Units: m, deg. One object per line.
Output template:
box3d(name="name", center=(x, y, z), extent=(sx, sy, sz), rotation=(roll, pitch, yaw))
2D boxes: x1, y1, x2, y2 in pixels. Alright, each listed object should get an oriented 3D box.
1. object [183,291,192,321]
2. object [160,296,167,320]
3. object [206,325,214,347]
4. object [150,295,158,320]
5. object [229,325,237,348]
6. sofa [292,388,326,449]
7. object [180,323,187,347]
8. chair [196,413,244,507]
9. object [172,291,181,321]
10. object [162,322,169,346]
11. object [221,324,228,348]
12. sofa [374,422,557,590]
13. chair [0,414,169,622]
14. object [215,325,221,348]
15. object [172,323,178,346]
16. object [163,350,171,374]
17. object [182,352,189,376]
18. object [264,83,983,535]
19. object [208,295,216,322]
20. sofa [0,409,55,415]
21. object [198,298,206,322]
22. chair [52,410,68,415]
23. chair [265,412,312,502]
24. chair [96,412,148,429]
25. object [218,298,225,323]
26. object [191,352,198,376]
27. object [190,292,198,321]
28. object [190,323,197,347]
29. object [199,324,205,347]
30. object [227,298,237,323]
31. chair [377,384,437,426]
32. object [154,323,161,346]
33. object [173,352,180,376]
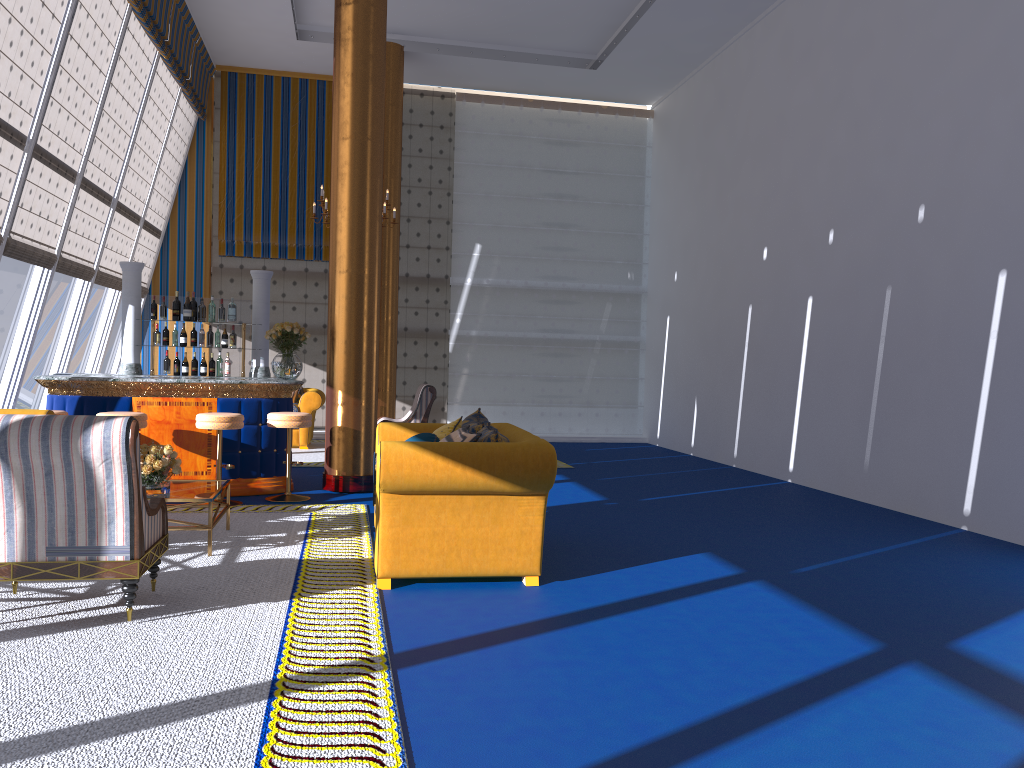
box3d(name="object", center=(-3.297, -0.790, 9.019), extent=(0.085, 0.303, 0.084), rotation=(1, 2, -17))
box3d(name="object", center=(-3.545, -0.772, 9.027), extent=(0.071, 0.246, 0.073), rotation=(3, 2, 38))
box3d(name="object", center=(-3.102, -0.493, 9.114), extent=(0.072, 0.232, 0.071), rotation=(1, 2, -32))
box3d(name="object", center=(-3.619, -0.772, 8.968), extent=(0.065, 0.244, 0.065), rotation=(1, 2, -7))
box3d(name="object", center=(-2.886, -0.492, 9.185), extent=(0.071, 0.244, 0.072), rotation=(2, 2, 9))
box3d(name="sofa", center=(-3.657, 0.475, 12.786), extent=(1.854, 0.854, 1.007), rotation=(1, 1, -10))
box3d(name="object", center=(-3.337, -0.501, 9.013), extent=(0.069, 0.244, 0.068), rotation=(1, 2, -30))
box3d(name="chair", center=(-2.518, 0.641, 7.630), extent=(0.394, 0.782, 0.402), rotation=(3, 2, 38))
box3d(name="object", center=(-3.401, -0.793, 8.998), extent=(0.081, 0.303, 0.081), rotation=(1, 2, -6))
box3d(name="object", center=(-3.498, -0.508, 8.963), extent=(0.066, 0.244, 0.065), rotation=(1, 2, -30))
box3d(name="object", center=(-2.966, -0.494, 9.165), extent=(0.069, 0.244, 0.068), rotation=(1, 2, -30))
box3d(name="sofa", center=(-0.384, 0.714, 5.758), extent=(1.015, 0.854, 1.840), rotation=(1, 1, -9))
box3d(name="chair", center=(-2.154, 0.614, 4.280), extent=(0.797, 0.967, 0.781), rotation=(1, 2, -11))
box3d(name="object", center=(-3.035, -0.491, 9.150), extent=(0.058, 0.230, 0.059), rotation=(3, 2, 38))
box3d(name="object", center=(-3.414, -0.499, 8.995), extent=(0.058, 0.230, 0.059), rotation=(3, 2, 38))
box3d(name="object", center=(-3.491, -0.224, 8.978), extent=(0.072, 0.242, 0.070), rotation=(1, 2, -29))
box3d(name="object", center=(-3.332, -0.204, 9.050), extent=(0.069, 0.244, 0.068), rotation=(1, 2, -30))
box3d(name="object", center=(-0.292, -7.081, 6.940), extent=(63.391, 33.612, 63.139), rotation=(2, 1, -5))
box3d(name="object", center=(-3.072, -0.770, 9.086), extent=(0.069, 0.271, 0.069), rotation=(2, 2, -1))
box3d(name="sofa", center=(-3.778, 0.605, 5.755), extent=(1.006, 0.854, 1.837), rotation=(1, 1, -11))
box3d(name="object", center=(-3.170, -0.759, 9.073), extent=(0.075, 0.248, 0.077), rotation=(3, 2, 43))
box3d(name="chair", center=(-3.899, 0.608, 7.346), extent=(0.395, 0.782, 0.402), rotation=(2, 2, 27))
box3d(name="chair", center=(-2.016, 0.648, 8.015), extent=(0.402, 0.782, 0.394), rotation=(0, 2, -40))
box3d(name="chair", center=(-3.251, 0.626, 7.381), extent=(0.395, 0.782, 0.402), rotation=(2, 2, 27))
box3d(name="object", center=(-2.991, -0.758, 9.142), extent=(0.071, 0.246, 0.073), rotation=(3, 2, 38))
box3d(name="object", center=(-3.245, -0.206, 9.071), extent=(0.066, 0.244, 0.065), rotation=(1, 2, -30))
box3d(name="object", center=(-3.253, -0.791, 9.054), extent=(0.081, 0.303, 0.081), rotation=(2, 2, 6))
box3d(name="object", center=(-3.245, -0.502, 9.049), extent=(0.066, 0.244, 0.065), rotation=(1, 2, -30))
box3d(name="object", center=(-3.169, -0.498, 9.068), extent=(0.057, 0.239, 0.056), rotation=(0, 2, -37))
box3d(name="object", center=(-2.902, -0.766, 9.201), extent=(0.092, 0.259, 0.091), rotation=(1, 2, -28))
box3d(name="chair", center=(-1.429, 0.480, 11.695), extent=(0.787, 0.967, 0.790), rotation=(1, 2, -11))
box3d(name="object", center=(-3.569, -0.498, 8.923), extent=(0.067, 0.225, 0.065), rotation=(0, 2, -42))
box3d(name="object", center=(-3.411, -0.206, 9.032), extent=(0.065, 0.244, 0.065), rotation=(1, 2, -7))
